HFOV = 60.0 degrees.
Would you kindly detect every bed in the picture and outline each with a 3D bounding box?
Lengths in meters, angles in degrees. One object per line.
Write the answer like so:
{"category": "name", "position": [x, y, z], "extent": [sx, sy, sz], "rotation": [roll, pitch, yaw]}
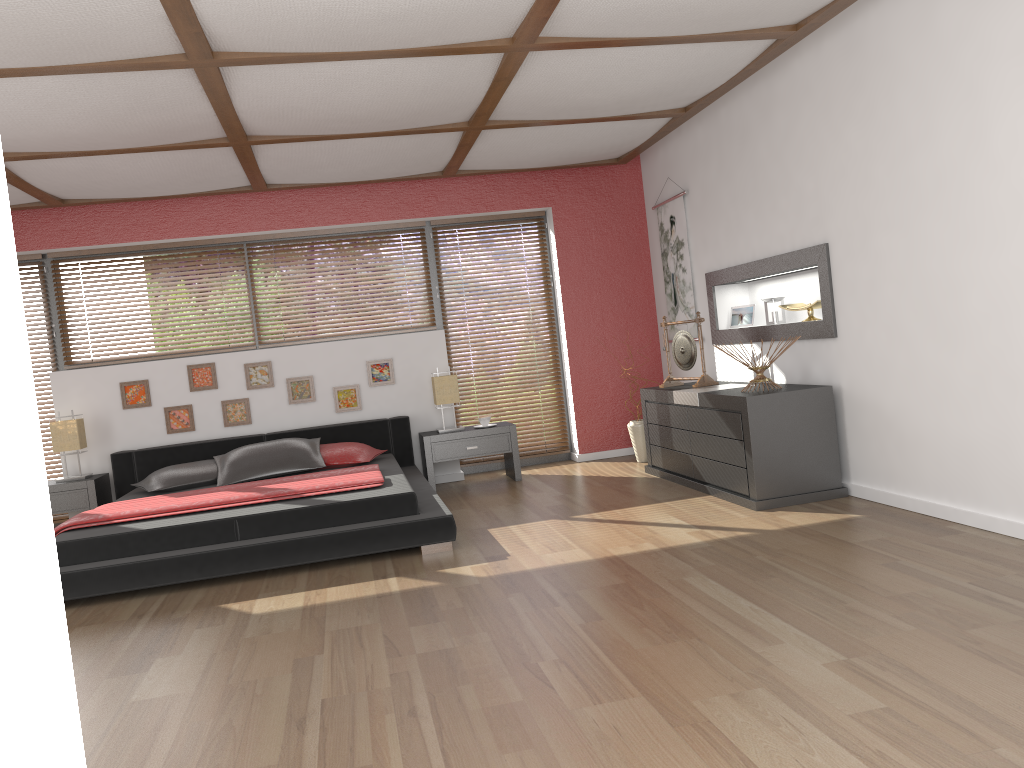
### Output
{"category": "bed", "position": [-1.735, 0.690, 5.497], "extent": [2.469, 0.577, 2.413], "rotation": [-7, 2, -11]}

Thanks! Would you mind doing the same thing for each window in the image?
{"category": "window", "position": [-0.099, -0.400, 7.420], "extent": [0.889, 1.893, 0.020], "rotation": [-7, 2, -11]}
{"category": "window", "position": [-3.904, 0.063, 6.694], "extent": [0.889, 1.893, 0.020], "rotation": [-7, 2, -11]}
{"category": "window", "position": [-2.060, -0.707, 7.035], "extent": [2.817, 0.786, 0.020], "rotation": [-7, 2, -11]}

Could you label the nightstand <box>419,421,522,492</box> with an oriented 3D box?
{"category": "nightstand", "position": [-0.325, 0.552, 6.786], "extent": [0.700, 0.423, 0.413], "rotation": [-7, 2, -11]}

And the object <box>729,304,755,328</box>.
{"category": "object", "position": [1.585, -0.467, 6.110], "extent": [0.041, 0.146, 0.226], "rotation": [-8, 3, -31]}

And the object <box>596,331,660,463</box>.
{"category": "object", "position": [0.917, 0.099, 6.894], "extent": [0.422, 1.035, 0.364], "rotation": [-8, 3, -35]}

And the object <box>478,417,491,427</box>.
{"category": "object", "position": [-0.207, 0.289, 6.747], "extent": [0.099, 0.069, 0.099], "rotation": [-6, 3, 14]}

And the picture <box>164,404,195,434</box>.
{"category": "picture", "position": [-2.479, 0.263, 6.613], "extent": [0.200, 0.200, 0.010], "rotation": [-7, 2, -11]}

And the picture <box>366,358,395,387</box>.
{"category": "picture", "position": [-1.020, -0.088, 6.888], "extent": [0.200, 0.200, 0.010], "rotation": [-7, 2, -11]}

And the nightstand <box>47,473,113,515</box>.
{"category": "nightstand", "position": [-3.228, 0.905, 6.232], "extent": [0.700, 0.423, 0.413], "rotation": [-7, 2, -11]}

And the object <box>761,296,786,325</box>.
{"category": "object", "position": [1.694, -0.470, 5.719], "extent": [0.159, 0.171, 0.159], "rotation": [-5, 3, 38]}

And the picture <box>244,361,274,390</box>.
{"category": "picture", "position": [-1.915, -0.064, 6.716], "extent": [0.200, 0.200, 0.010], "rotation": [-7, 2, -11]}

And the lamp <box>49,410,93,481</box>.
{"category": "lamp", "position": [-3.132, 0.427, 6.282], "extent": [0.200, 0.480, 0.200], "rotation": [-7, 2, -11]}

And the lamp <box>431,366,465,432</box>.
{"category": "lamp", "position": [-0.501, 0.108, 6.784], "extent": [0.200, 0.480, 0.200], "rotation": [-7, 2, -11]}

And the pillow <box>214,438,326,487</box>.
{"category": "pillow", "position": [-1.671, 0.516, 6.096], "extent": [0.744, 0.241, 0.386], "rotation": [-7, 3, -15]}

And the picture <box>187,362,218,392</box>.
{"category": "picture", "position": [-2.317, -0.051, 6.638], "extent": [0.200, 0.200, 0.010], "rotation": [-7, 2, -11]}

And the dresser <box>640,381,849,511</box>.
{"category": "dresser", "position": [1.353, 0.321, 5.574], "extent": [0.540, 0.608, 1.740], "rotation": [-7, 2, -11]}

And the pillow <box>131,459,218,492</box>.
{"category": "pillow", "position": [-2.181, 0.626, 6.087], "extent": [0.745, 0.172, 0.418], "rotation": [-8, 3, -36]}

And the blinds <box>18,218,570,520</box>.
{"category": "blinds", "position": [-1.986, -0.131, 6.992], "extent": [4.840, 1.952, 0.032], "rotation": [-7, 2, -11]}

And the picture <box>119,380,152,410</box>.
{"category": "picture", "position": [-2.781, 0.078, 6.551], "extent": [0.200, 0.200, 0.010], "rotation": [-7, 2, -11]}

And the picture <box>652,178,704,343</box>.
{"category": "picture", "position": [1.259, -0.953, 6.832], "extent": [0.028, 1.270, 0.701], "rotation": [-7, 2, -11]}

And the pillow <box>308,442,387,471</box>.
{"category": "pillow", "position": [-1.302, 0.517, 6.310], "extent": [0.745, 0.172, 0.418], "rotation": [-6, 2, 8]}

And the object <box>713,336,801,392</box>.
{"category": "object", "position": [1.397, -0.106, 5.015], "extent": [0.481, 0.282, 0.481], "rotation": [-9, 3, -44]}

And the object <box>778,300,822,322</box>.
{"category": "object", "position": [1.770, -0.430, 5.257], "extent": [0.181, 0.116, 0.350], "rotation": [-7, 3, -21]}

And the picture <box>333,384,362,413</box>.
{"category": "picture", "position": [-1.270, 0.112, 6.844], "extent": [0.200, 0.200, 0.010], "rotation": [-7, 2, -11]}

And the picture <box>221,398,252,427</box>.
{"category": "picture", "position": [-2.078, 0.215, 6.690], "extent": [0.200, 0.200, 0.010], "rotation": [-7, 2, -11]}

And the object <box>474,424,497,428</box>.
{"category": "object", "position": [-0.203, 0.321, 6.748], "extent": [0.179, 0.012, 0.179], "rotation": [-6, 3, 14]}

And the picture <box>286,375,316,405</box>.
{"category": "picture", "position": [-1.612, 0.046, 6.776], "extent": [0.200, 0.200, 0.010], "rotation": [-7, 2, -11]}

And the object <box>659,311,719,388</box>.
{"category": "object", "position": [1.174, -0.232, 6.037], "extent": [0.173, 0.498, 0.490], "rotation": [-8, 3, -26]}

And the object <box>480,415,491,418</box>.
{"category": "object", "position": [-0.208, 0.250, 6.752], "extent": [0.007, 0.007, 0.192], "rotation": [-4, 3, 44]}

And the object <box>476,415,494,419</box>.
{"category": "object", "position": [-0.211, 0.252, 6.729], "extent": [0.192, 0.007, 0.007], "rotation": [-9, 3, -41]}
